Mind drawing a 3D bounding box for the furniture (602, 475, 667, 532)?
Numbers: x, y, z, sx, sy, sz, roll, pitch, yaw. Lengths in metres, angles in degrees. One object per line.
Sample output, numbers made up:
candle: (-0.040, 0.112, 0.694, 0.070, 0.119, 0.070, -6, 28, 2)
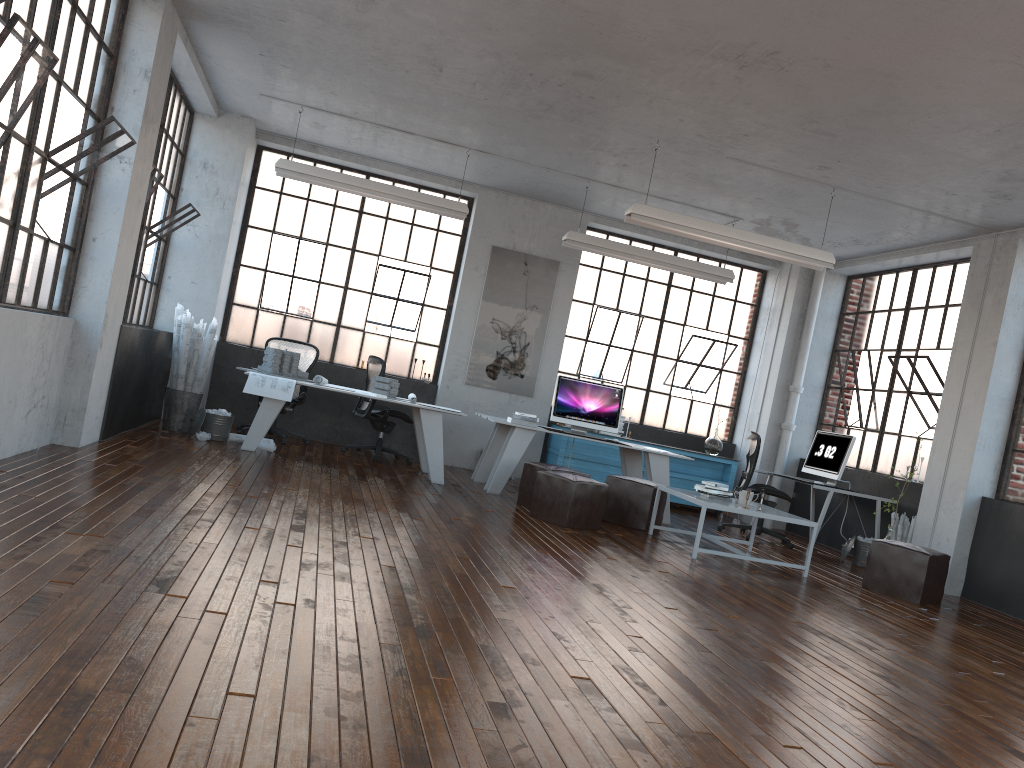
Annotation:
furniture: (1.125, 1.097, 8.193, 0.502, 0.461, 0.504, 11, 0, 26)

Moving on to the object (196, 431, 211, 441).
object: (-2.811, 0.477, 8.068, 0.135, 0.084, 0.107, 11, 0, -22)

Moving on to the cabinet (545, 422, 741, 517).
cabinet: (1.536, 1.056, 10.748, 2.265, 0.733, 0.626, 11, 0, -12)

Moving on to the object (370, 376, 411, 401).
object: (-1.257, 0.031, 8.814, 0.415, 0.183, 0.389, 11, 0, 18)

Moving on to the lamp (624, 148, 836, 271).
lamp: (1.896, -1.469, 7.445, 1.879, 0.629, 0.202, 11, 1, -12)

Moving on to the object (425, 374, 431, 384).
object: (-0.989, -0.067, 10.486, 0.058, 0.117, 0.032, 11, 1, 2)

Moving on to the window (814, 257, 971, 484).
window: (4.124, -0.143, 9.545, 0.670, 2.391, 2.587, 11, 0, -12)

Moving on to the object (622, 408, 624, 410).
object: (1.272, 0.283, 10.750, 0.093, 0.161, 0.177, 11, 0, -44)

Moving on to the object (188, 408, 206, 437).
object: (-2.933, 0.352, 8.223, 0.107, 0.281, 0.292, 11, 1, -39)

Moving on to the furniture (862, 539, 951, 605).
furniture: (3.172, 1.516, 7.135, 0.505, 0.461, 0.501, 11, 0, -45)

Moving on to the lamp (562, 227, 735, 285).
lamp: (1.436, -1.335, 9.187, 1.879, 0.205, 0.202, 11, 0, -12)

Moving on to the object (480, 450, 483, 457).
object: (-0.243, 0.896, 10.359, 0.292, 0.308, 0.293, 11, 0, 16)

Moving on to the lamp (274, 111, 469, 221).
lamp: (-1.291, -2.117, 8.570, 1.879, 0.629, 0.202, 11, 1, -12)

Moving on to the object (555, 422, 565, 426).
object: (0.603, 0.377, 10.711, 0.132, 0.237, 0.132, 12, 1, 44)

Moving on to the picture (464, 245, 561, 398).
picture: (0.010, -0.729, 10.456, 0.854, 1.651, 0.025, 11, 1, -12)

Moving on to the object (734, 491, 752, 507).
object: (1.886, 0.939, 7.240, 0.129, 0.109, 0.100, 11, 0, -4)

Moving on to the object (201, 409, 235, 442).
object: (-2.780, 0.373, 8.348, 0.290, 0.294, 0.291, 11, 0, 29)

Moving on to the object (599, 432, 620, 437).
object: (1.143, 0.596, 10.544, 0.253, 0.014, 0.187, 11, -1, -12)

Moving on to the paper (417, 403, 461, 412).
paper: (-0.699, 0.228, 8.634, 0.429, 0.001, 0.484, 11, -1, -1)

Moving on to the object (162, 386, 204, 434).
object: (-3.149, 0.251, 8.425, 0.354, 0.398, 0.354, 11, 0, -6)

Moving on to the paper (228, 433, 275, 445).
paper: (-2.505, 0.548, 8.508, 0.467, 0.094, 0.113, 12, 0, -27)

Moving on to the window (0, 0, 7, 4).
window: (-2.137, -1.472, 2.534, 0.670, 2.260, 2.453, 11, 0, -12)

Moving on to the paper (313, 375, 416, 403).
paper: (-1.438, 0.050, 8.845, 1.076, 0.105, 0.974, 11, -1, -12)

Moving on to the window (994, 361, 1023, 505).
window: (4.754, -0.047, 6.537, 0.670, 2.391, 2.587, 11, 0, -12)

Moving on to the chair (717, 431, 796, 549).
chair: (2.635, 1.072, 9.207, 0.793, 1.086, 0.769, 11, 0, -8)

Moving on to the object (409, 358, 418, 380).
object: (-1.160, -0.174, 10.492, 0.085, 0.260, 0.085, 12, 1, 41)

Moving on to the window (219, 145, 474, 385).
window: (-1.895, -1.344, 10.354, 2.593, 2.392, 0.668, 11, 1, -12)

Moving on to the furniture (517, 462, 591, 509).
furniture: (0.374, 0.955, 8.026, 0.481, 0.439, 0.479, 11, 0, -33)

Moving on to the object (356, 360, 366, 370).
object: (-1.746, -0.223, 10.355, 0.124, 0.100, 0.124, 11, 0, 10)

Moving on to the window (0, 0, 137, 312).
window: (-2.634, -1.548, 4.906, 0.670, 2.260, 2.453, 11, 0, -12)

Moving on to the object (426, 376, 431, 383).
object: (-0.993, -0.059, 10.561, 0.058, 0.102, 0.032, 12, 1, 23)

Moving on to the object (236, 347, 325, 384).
object: (-2.194, -0.218, 8.539, 0.432, 0.306, 0.737, 11, 0, 33)

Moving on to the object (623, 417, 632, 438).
object: (1.426, 0.533, 10.891, 0.084, 0.256, 0.084, 11, 1, -35)

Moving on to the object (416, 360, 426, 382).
object: (-1.067, -0.155, 10.497, 0.085, 0.260, 0.085, 12, 1, 41)

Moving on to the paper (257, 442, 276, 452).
paper: (-2.379, 0.580, 8.343, 0.341, 0.069, 0.083, 11, 0, 13)

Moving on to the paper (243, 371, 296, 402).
paper: (-2.185, 0.021, 7.996, 0.440, 0.183, 0.434, 11, 0, -13)

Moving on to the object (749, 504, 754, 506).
object: (1.977, 1.015, 7.496, 0.137, 0.003, 0.137, 11, -1, 9)

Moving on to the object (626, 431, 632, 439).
object: (1.425, 0.618, 10.726, 0.088, 0.085, 0.088, 11, 0, -8)

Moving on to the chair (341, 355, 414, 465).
chair: (-1.396, 0.267, 9.703, 0.794, 1.086, 0.768, 11, 1, -43)

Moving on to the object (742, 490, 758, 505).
object: (1.999, 0.964, 7.497, 0.129, 0.109, 0.100, 11, 0, -4)

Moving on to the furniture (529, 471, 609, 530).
furniture: (0.476, 0.973, 7.421, 0.472, 0.431, 0.470, 11, 0, -43)

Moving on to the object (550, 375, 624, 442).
object: (0.776, 0.248, 8.967, 0.715, 0.553, 0.376, 11, 0, -11)

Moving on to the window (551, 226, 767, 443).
window: (1.852, -0.582, 11.183, 2.593, 2.392, 0.668, 11, 1, -12)

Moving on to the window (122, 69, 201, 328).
window: (-3.264, -1.644, 7.914, 0.670, 2.391, 2.587, 11, 0, -12)

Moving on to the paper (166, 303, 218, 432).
paper: (-3.091, -0.155, 8.463, 0.413, 1.198, 0.439, 11, 1, -34)

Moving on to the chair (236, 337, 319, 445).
chair: (-2.430, 0.056, 9.406, 0.771, 1.086, 0.791, 11, 0, -18)

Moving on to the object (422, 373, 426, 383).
object: (-1.040, -0.076, 10.533, 0.058, 0.117, 0.032, 12, 1, 39)
